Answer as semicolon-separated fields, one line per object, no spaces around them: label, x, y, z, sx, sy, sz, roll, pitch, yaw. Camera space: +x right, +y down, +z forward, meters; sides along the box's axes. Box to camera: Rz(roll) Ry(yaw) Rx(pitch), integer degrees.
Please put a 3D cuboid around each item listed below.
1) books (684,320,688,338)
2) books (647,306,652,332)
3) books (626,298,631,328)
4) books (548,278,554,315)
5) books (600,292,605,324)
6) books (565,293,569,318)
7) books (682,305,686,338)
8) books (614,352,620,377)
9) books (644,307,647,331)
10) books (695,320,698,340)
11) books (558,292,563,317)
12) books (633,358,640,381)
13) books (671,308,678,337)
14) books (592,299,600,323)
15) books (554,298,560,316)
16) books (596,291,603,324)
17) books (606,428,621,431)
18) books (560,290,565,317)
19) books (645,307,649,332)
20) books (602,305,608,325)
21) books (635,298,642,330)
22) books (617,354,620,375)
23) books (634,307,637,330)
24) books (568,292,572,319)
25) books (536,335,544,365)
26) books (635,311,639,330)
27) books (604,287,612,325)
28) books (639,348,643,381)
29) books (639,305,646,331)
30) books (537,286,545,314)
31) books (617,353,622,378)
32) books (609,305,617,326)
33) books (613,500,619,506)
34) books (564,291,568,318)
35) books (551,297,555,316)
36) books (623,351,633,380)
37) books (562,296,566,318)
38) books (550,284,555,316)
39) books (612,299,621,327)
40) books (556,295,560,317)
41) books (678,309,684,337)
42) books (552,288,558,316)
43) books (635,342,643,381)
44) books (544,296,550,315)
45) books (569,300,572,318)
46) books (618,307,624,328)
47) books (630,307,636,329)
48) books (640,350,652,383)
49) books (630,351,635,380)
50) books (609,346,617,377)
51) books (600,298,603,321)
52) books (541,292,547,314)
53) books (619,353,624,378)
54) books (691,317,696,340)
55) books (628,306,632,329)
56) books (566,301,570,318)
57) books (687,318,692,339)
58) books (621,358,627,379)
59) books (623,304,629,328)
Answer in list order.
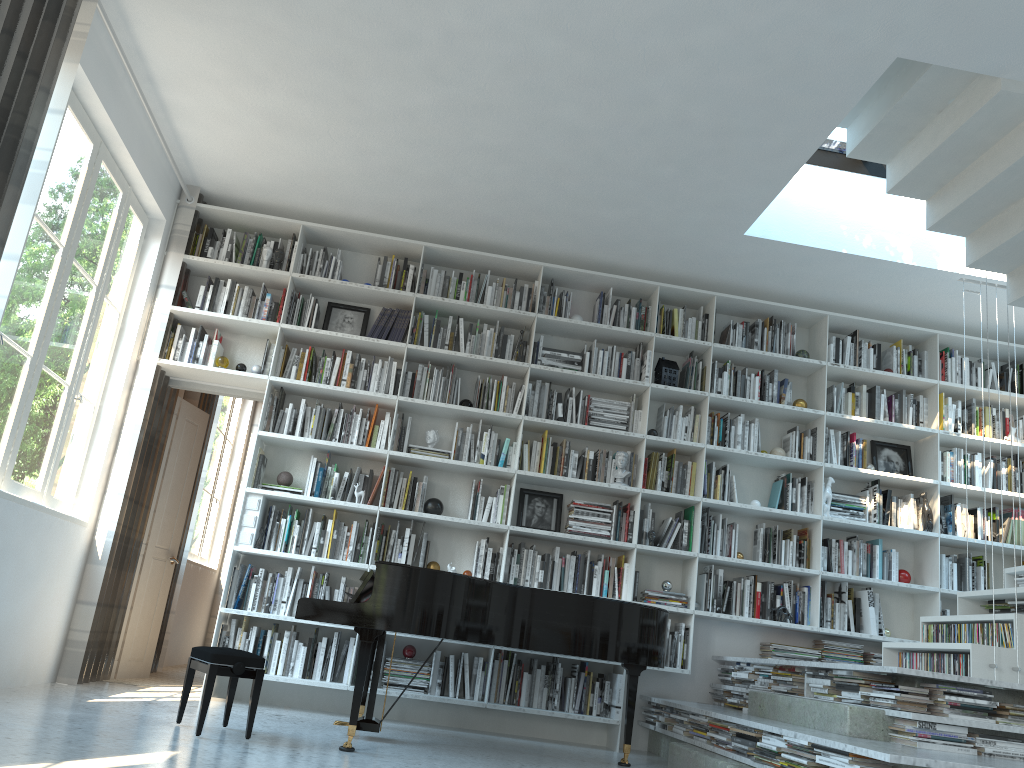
books;1.232;-0.347;6.409;0.022;0.179;0.173;9;-16;-5
books;0.972;-0.420;6.416;0.022;0.256;0.137;9;-16;-5
books;0.819;-0.458;6.380;0.010;0.269;0.180;9;-16;-5
books;0.263;-0.573;6.366;0.014;0.340;0.145;9;-16;-5
books;0.637;-0.495;6.383;0.011;0.295;0.157;9;-16;-5
books;0.377;-0.509;6.370;0.013;0.249;0.148;9;-16;-5
books;1.223;-0.404;6.427;0.010;0.296;0.168;9;-16;-5
books;0.717;-0.094;6.272;0.023;0.222;0.191;9;-16;-5
books;0.940;-0.418;6.413;0.014;0.243;0.145;9;-16;-5
books;1.309;-0.341;6.436;0.025;0.203;0.162;9;-16;-5
books;0.332;-0.517;6.359;0.014;0.247;0.139;9;-16;-5
books;0.862;-0.060;6.285;0.029;0.202;0.192;9;-16;-5
books;1.160;-0.394;6.412;0.054;0.254;0.191;9;-16;-5
books;0.598;-0.474;6.383;0.012;0.244;0.151;9;-16;-5
books;0.305;-0.498;6.343;0.023;0.195;0.172;9;-16;-5
books;0.615;-0.499;6.373;0.014;0.291;0.176;9;-16;-5
books;0.647;0.333;6.163;0.254;0.012;0.161;8;-17;-2
books;0.346;-0.525;6.356;0.013;0.263;0.147;9;-16;-5
books;0.954;-0.416;6.405;0.014;0.238;0.153;9;-16;-5
books;0.650;-0.447;6.385;0.031;0.208;0.147;9;-16;-5
books;0.904;-0.455;6.416;0.012;0.307;0.138;9;-16;-5
books;0.732;-0.092;6.299;0.011;0.238;0.140;9;-16;-5
books;0.865;-0.422;6.415;0.026;0.233;0.137;9;-16;-5
books;0.400;-0.513;6.356;0.011;0.255;0.144;9;-16;-5
books;0.184;-0.193;6.223;0.021;0.248;0.192;9;-16;-5
books;0.884;-0.406;6.407;0.014;0.203;0.135;9;-16;-5
books;0.681;-0.508;6.382;0.010;0.330;0.186;9;-16;-5
books;0.896;-0.094;6.326;0.010;0.298;0.134;9;-16;-5
books;0.920;-0.424;6.402;0.028;0.243;0.161;9;-16;-5
books;0.193;-0.547;6.329;0.026;0.252;0.186;9;-16;-5
books;0.744;-0.090;6.287;0.010;0.229;0.152;9;-16;-5
books;0.702;-0.444;6.373;0.050;0.210;0.173;9;-16;-5
books;0.691;0.945;6.023;0.011;0.298;0.130;9;-16;-5
books;0.371;-0.518;6.351;0.005;0.254;0.168;9;-16;-5
books;0.276;-0.503;6.356;0.011;0.205;0.146;9;-16;-5
books;0.807;-0.091;6.284;0.032;0.247;0.174;9;-16;-5
books;0.358;-0.502;6.347;0.016;0.218;0.144;9;-16;-5
books;0.273;-0.551;6.356;0.010;0.295;0.153;9;-16;-5
books;0.741;-0.462;6.401;0.028;0.269;0.140;9;-16;-5
books;0.319;-0.508;6.369;0.006;0.232;0.136;9;-16;-5
books;1.200;-0.392;6.439;0.030;0.273;0.152;9;-16;-5
books;0.294;-0.537;6.339;0.011;0.264;0.164;9;-16;-5
books;0.890;-0.117;6.313;0.012;0.333;0.156;9;-16;-5
books;0.236;-0.510;6.332;0.026;0.194;0.167;9;-16;-5
books;0.404;-0.497;6.373;0.004;0.235;0.138;9;-16;-5
books;0.770;-0.430;6.376;0.033;0.202;0.167;9;-16;-5
books;0.844;-0.423;6.366;0.023;0.201;0.193;9;-16;-5
books;0.926;-0.083;6.242;0.037;0.236;0.273;9;-16;-5
books;0.836;-0.089;6.304;0.029;0.260;0.133;9;-16;-5
books;0.697;-0.117;6.285;0.023;0.268;0.185;9;-16;-5
books;0.623;-0.480;6.387;0.011;0.266;0.129;9;-16;-5
books;0.212;-0.527;6.346;0.023;0.227;0.157;9;-16;-5
books;0.756;-0.090;6.282;0.012;0.230;0.159;9;-16;-5
books;1.285;-0.355;6.416;0.031;0.212;0.170;9;-16;-5
books;0.826;-0.428;6.383;0.012;0.216;0.180;9;-16;-5
books;0.385;-0.480;6.352;0.010;0.186;0.153;9;-16;-5
books;1.256;-0.353;6.415;0.024;0.201;0.180;9;-16;-5
books;0.774;-0.067;6.274;0.029;0.187;0.176;9;-16;-5
books;0.799;-0.440;6.388;0.023;0.235;0.154;9;-16;-5
